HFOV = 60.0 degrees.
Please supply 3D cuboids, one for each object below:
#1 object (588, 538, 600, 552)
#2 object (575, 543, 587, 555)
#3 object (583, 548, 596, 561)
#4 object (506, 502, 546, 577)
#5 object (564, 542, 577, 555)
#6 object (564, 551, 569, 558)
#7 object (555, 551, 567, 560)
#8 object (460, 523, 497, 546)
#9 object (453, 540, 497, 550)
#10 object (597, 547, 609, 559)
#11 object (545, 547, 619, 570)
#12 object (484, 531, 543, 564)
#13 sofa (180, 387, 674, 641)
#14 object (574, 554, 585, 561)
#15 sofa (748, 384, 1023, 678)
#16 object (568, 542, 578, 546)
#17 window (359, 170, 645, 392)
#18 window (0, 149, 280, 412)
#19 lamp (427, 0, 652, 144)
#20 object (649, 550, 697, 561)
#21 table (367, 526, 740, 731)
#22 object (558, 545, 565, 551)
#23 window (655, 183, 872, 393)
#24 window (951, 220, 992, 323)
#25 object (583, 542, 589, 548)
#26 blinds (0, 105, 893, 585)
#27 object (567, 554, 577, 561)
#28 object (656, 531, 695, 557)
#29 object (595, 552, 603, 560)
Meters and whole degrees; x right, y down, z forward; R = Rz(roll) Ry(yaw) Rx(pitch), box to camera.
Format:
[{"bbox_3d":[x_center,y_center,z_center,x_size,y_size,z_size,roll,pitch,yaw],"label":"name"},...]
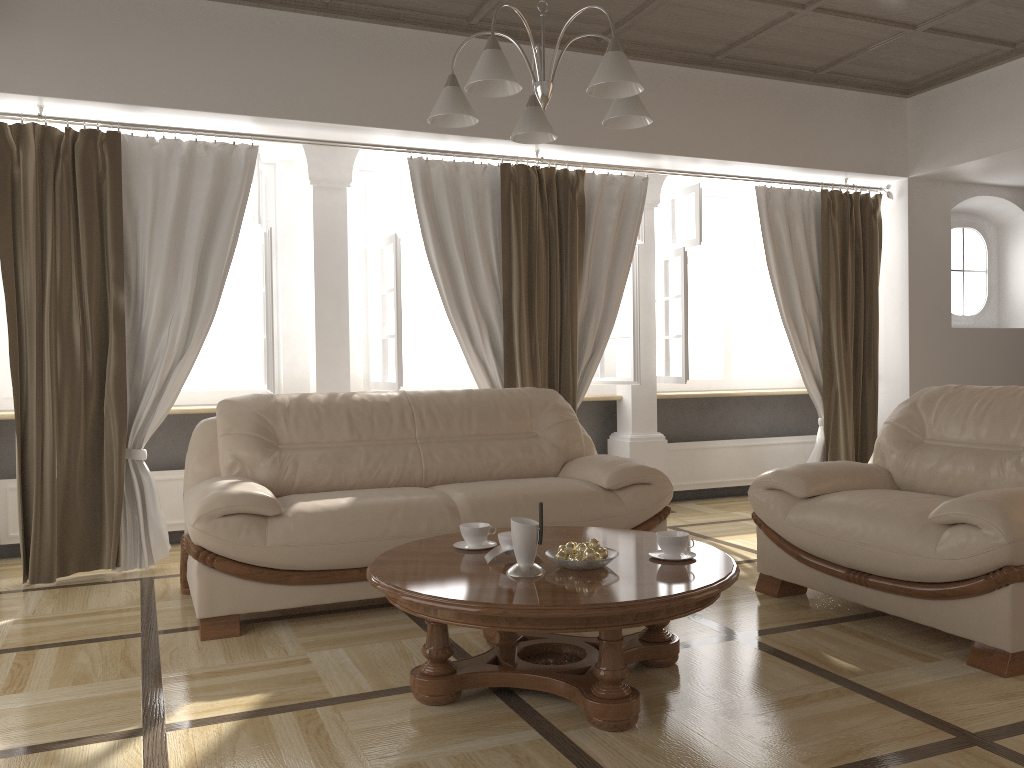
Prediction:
[{"bbox_3d":[0.254,0.499,2.743,0.038,0.044,0.038,-1,1,-17],"label":"object"},{"bbox_3d":[0.210,0.501,2.680,0.037,0.041,0.040,-1,1,0],"label":"object"},{"bbox_3d":[0.230,0.507,2.632,0.038,0.042,0.038,-1,1,-15],"label":"object"},{"bbox_3d":[0.039,0.456,2.638,0.119,0.210,0.119,0,1,45],"label":"object"},{"bbox_3d":[0.180,0.505,2.713,0.040,0.039,0.038,-2,1,-38],"label":"object"},{"bbox_3d":[0.168,0.534,2.737,0.038,0.040,0.040,0,1,27],"label":"object"},{"bbox_3d":[0.150,0.529,2.703,0.037,0.040,0.041,-1,1,-10],"label":"object"},{"bbox_3d":[-0.124,0.517,3.032,0.105,0.071,0.114,0,1,27],"label":"object"},{"bbox_3d":[-0.126,0.552,3.028,0.150,0.010,0.150,-2,1,-37],"label":"object"},{"bbox_3d":[0.281,0.527,2.749,0.039,0.039,0.040,-1,1,-12],"label":"object"},{"bbox_3d":[0.215,0.538,2.722,0.227,0.039,0.227,-1,1,2],"label":"object"},{"bbox_3d":[0.005,0.492,2.823,0.178,0.133,0.104,-1,1,-8],"label":"object"},{"bbox_3d":[-0.414,0.483,4.146,2.135,0.900,1.051,-1,1,-23],"label":"sofa"},{"bbox_3d":[0.206,0.529,2.653,0.039,0.039,0.041,0,1,45],"label":"object"},{"bbox_3d":[1.758,0.462,3.546,1.052,0.900,1.318,-1,1,-23],"label":"sofa"},{"bbox_3d":[0.192,0.517,2.799,0.038,0.040,0.040,-2,1,-44],"label":"object"},{"bbox_3d":[-0.077,-0.652,5.820,1.759,1.500,0.784,-1,1,-24],"label":"window"},{"bbox_3d":[-2.084,-0.607,4.960,1.600,1.500,0.781,-1,1,-23],"label":"window"},{"bbox_3d":[0.121,-1.405,2.817,0.713,1.094,0.741,-1,1,-23],"label":"lamp"},{"bbox_3d":[0.511,0.546,2.821,0.150,0.010,0.150,-2,1,-33],"label":"object"},{"bbox_3d":[0.129,0.753,2.845,1.169,0.392,1.167,-1,1,-27],"label":"table"},{"bbox_3d":[0.163,0.522,2.774,0.041,0.038,0.039,0,1,21],"label":"object"},{"bbox_3d":[1.760,-0.693,6.583,1.653,1.500,0.782,-1,1,-23],"label":"window"},{"bbox_3d":[3.448,-0.858,6.796,0.600,0.784,0.050,-1,1,-23],"label":"window"},{"bbox_3d":[0.232,0.517,2.798,0.039,0.039,0.041,0,1,26],"label":"object"},{"bbox_3d":[0.077,-0.247,5.254,5.765,2.294,0.285,-1,1,-23],"label":"blinds"},{"bbox_3d":[0.186,0.535,2.685,0.038,0.040,0.039,-2,1,-32],"label":"object"},{"bbox_3d":[0.511,0.512,2.815,0.105,0.071,0.114,-1,1,-8],"label":"object"},{"bbox_3d":[0.251,0.526,2.659,0.041,0.041,0.038,-2,1,-38],"label":"object"}]
